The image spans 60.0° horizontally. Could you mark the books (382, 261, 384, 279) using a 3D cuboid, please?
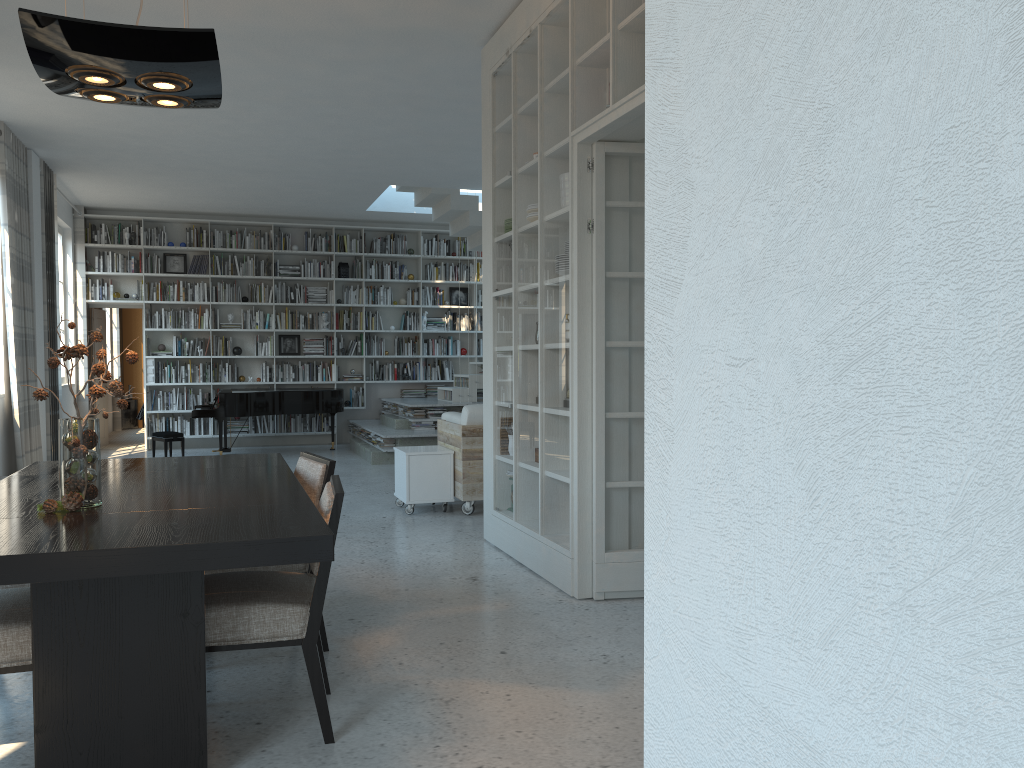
[{"bbox_3d":[-1.896,-1.661,13.025,0.013,0.284,0.154,-1,2,-18],"label":"books"}]

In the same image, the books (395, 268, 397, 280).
[{"bbox_3d":[-1.727,-1.611,13.068,0.027,0.182,0.176,-1,2,-18],"label":"books"}]

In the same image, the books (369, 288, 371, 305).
[{"bbox_3d":[-2.090,-1.273,12.958,0.014,0.248,0.176,-1,2,-18],"label":"books"}]

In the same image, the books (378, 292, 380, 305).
[{"bbox_3d":[-1.969,-1.248,13.005,0.025,0.194,0.171,-1,2,-18],"label":"books"}]

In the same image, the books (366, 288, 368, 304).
[{"bbox_3d":[-2.130,-1.270,12.966,0.030,0.242,0.138,-1,2,-18],"label":"books"}]

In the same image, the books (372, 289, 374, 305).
[{"bbox_3d":[-2.046,-1.268,12.981,0.013,0.236,0.157,-1,2,-18],"label":"books"}]

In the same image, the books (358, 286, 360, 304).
[{"bbox_3d":[-2.240,-1.285,12.913,0.025,0.277,0.173,-1,2,-18],"label":"books"}]

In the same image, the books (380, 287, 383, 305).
[{"bbox_3d":[-1.926,-1.282,12.998,0.030,0.263,0.182,-1,2,-18],"label":"books"}]

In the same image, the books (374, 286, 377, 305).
[{"bbox_3d":[-2.004,-1.290,12.976,0.014,0.280,0.177,-1,2,-18],"label":"books"}]

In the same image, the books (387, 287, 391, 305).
[{"bbox_3d":[-1.810,-1.288,13.042,0.024,0.272,0.169,-1,2,-18],"label":"books"}]

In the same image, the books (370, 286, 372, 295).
[{"bbox_3d":[-2.065,-1.292,12.995,0.014,0.284,0.135,-1,2,-18],"label":"books"}]

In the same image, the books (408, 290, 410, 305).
[{"bbox_3d":[-1.538,-1.272,13.153,0.012,0.232,0.154,-1,2,-18],"label":"books"}]

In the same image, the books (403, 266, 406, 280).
[{"bbox_3d":[-1.610,-1.630,13.104,0.048,0.216,0.182,-1,2,-18],"label":"books"}]

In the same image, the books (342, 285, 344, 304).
[{"bbox_3d":[-2.448,-1.287,12.857,0.018,0.285,0.159,-1,2,-18],"label":"books"}]

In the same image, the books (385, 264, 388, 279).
[{"bbox_3d":[-1.851,-1.637,13.026,0.023,0.237,0.149,-1,2,-18],"label":"books"}]

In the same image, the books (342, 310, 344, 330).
[{"bbox_3d":[-2.462,-0.923,12.861,0.035,0.293,0.145,-1,2,-18],"label":"books"}]

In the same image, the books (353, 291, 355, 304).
[{"bbox_3d":[-2.307,-1.244,12.885,0.027,0.196,0.185,-1,2,-18],"label":"books"}]

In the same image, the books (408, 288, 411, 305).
[{"bbox_3d":[-1.522,-1.290,13.144,0.015,0.267,0.164,-1,2,-18],"label":"books"}]

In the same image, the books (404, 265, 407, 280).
[{"bbox_3d":[-1.581,-1.637,13.132,0.026,0.229,0.140,-1,2,-18],"label":"books"}]

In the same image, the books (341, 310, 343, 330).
[{"bbox_3d":[-2.470,-0.922,12.843,0.035,0.293,0.145,-1,2,-18],"label":"books"}]

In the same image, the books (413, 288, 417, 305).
[{"bbox_3d":[-1.441,-1.285,13.168,0.016,0.257,0.175,-1,2,-18],"label":"books"}]

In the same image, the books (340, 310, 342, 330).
[{"bbox_3d":[-2.486,-0.922,12.853,0.035,0.293,0.145,-1,2,-18],"label":"books"}]

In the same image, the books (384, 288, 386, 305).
[{"bbox_3d":[-1.878,-1.274,13.026,0.025,0.245,0.183,-1,2,-18],"label":"books"}]

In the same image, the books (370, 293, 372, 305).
[{"bbox_3d":[-2.077,-1.239,12.976,0.021,0.179,0.136,-1,2,-18],"label":"books"}]

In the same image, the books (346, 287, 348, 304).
[{"bbox_3d":[-2.399,-1.270,12.867,0.028,0.250,0.164,-1,2,-18],"label":"books"}]

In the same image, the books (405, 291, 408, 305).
[{"bbox_3d":[-1.558,-1.266,13.152,0.015,0.220,0.140,-1,2,-18],"label":"books"}]

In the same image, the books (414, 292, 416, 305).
[{"bbox_3d":[-1.457,-1.258,13.174,0.013,0.202,0.173,-1,2,-18],"label":"books"}]

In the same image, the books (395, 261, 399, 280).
[{"bbox_3d":[-1.696,-1.663,13.062,0.029,0.285,0.183,-1,2,-18],"label":"books"}]

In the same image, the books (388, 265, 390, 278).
[{"bbox_3d":[-1.815,-1.630,13.037,0.011,0.222,0.159,-1,2,-18],"label":"books"}]

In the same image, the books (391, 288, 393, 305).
[{"bbox_3d":[-1.780,-1.280,13.076,0.034,0.254,0.161,-1,2,-18],"label":"books"}]

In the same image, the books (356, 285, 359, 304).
[{"bbox_3d":[-2.256,-1.293,12.910,0.028,0.293,0.154,-1,2,-18],"label":"books"}]

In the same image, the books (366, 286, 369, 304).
[{"bbox_3d":[-2.108,-1.288,12.968,0.014,0.278,0.154,-1,2,-18],"label":"books"}]

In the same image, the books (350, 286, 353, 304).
[{"bbox_3d":[-2.336,-1.282,12.859,0.028,0.275,0.186,-1,2,-18],"label":"books"}]

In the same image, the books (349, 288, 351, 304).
[{"bbox_3d":[-2.359,-1.263,12.875,0.023,0.236,0.178,-1,2,-18],"label":"books"}]

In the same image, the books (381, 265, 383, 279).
[{"bbox_3d":[-1.916,-1.630,13.023,0.028,0.223,0.142,-1,2,-18],"label":"books"}]

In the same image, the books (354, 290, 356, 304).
[{"bbox_3d":[-2.287,-1.251,12.892,0.029,0.211,0.157,-1,2,-18],"label":"books"}]

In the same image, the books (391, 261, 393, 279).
[{"bbox_3d":[-1.779,-1.662,13.063,0.012,0.285,0.159,-1,2,-18],"label":"books"}]

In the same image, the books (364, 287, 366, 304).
[{"bbox_3d":[-2.163,-1.274,12.930,0.028,0.251,0.190,-1,2,-18],"label":"books"}]

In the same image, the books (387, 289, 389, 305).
[{"bbox_3d":[-1.835,-1.268,13.047,0.021,0.232,0.183,-1,2,-18],"label":"books"}]

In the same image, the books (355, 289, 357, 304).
[{"bbox_3d":[-2.272,-1.263,12.904,0.024,0.234,0.149,-1,2,-18],"label":"books"}]

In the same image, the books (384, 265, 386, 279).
[{"bbox_3d":[-1.877,-1.627,13.030,0.025,0.216,0.144,-1,2,-18],"label":"books"}]

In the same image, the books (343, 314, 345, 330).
[{"bbox_3d":[-2.441,-0.892,12.860,0.015,0.232,0.180,-1,2,-18],"label":"books"}]

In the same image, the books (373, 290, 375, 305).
[{"bbox_3d":[-2.029,-1.258,12.990,0.026,0.216,0.161,-1,2,-18],"label":"books"}]

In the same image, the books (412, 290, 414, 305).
[{"bbox_3d":[-1.485,-1.271,13.171,0.016,0.228,0.160,-1,2,-18],"label":"books"}]

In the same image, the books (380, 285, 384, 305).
[{"bbox_3d":[-1.907,-1.299,13.031,0.027,0.295,0.159,-1,2,-18],"label":"books"}]

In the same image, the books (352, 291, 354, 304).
[{"bbox_3d":[-2.324,-1.243,12.877,0.024,0.195,0.172,-1,2,-18],"label":"books"}]

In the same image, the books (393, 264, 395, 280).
[{"bbox_3d":[-1.753,-1.639,13.053,0.030,0.238,0.185,-1,2,-18],"label":"books"}]

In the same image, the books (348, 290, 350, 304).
[{"bbox_3d":[-2.375,-1.249,12.876,0.023,0.207,0.171,-1,2,-18],"label":"books"}]

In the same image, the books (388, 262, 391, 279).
[{"bbox_3d":[-1.804,-1.652,13.042,0.012,0.265,0.156,-1,2,-18],"label":"books"}]

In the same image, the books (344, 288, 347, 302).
[{"bbox_3d":[-2.417,-1.266,12.867,0.024,0.243,0.159,-1,2,-18],"label":"books"}]

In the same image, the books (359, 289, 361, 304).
[{"bbox_3d":[-2.219,-1.261,12.904,0.028,0.230,0.176,-1,2,-18],"label":"books"}]

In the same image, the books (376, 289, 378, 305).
[{"bbox_3d":[-1.988,-1.269,12.988,0.022,0.237,0.164,-1,2,-18],"label":"books"}]

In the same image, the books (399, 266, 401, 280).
[{"bbox_3d":[-1.673,-1.627,13.087,0.030,0.213,0.156,-1,2,-18],"label":"books"}]

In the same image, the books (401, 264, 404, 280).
[{"bbox_3d":[-1.629,-1.639,13.088,0.054,0.235,0.171,-1,2,-18],"label":"books"}]

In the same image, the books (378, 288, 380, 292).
[{"bbox_3d":[-1.953,-1.279,13.015,0.011,0.257,0.131,-1,2,-18],"label":"books"}]

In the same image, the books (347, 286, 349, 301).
[{"bbox_3d":[-2.386,-1.283,12.872,0.019,0.275,0.146,-1,2,-18],"label":"books"}]

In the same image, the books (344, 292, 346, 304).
[{"bbox_3d":[-2.429,-1.237,12.842,0.028,0.185,0.181,-1,2,-18],"label":"books"}]

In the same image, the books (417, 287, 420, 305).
[{"bbox_3d":[-1.394,-1.296,13.178,0.005,0.278,0.182,-1,2,-18],"label":"books"}]

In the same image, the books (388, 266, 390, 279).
[{"bbox_3d":[-1.826,-1.623,13.020,0.021,0.209,0.180,-1,2,-18],"label":"books"}]
